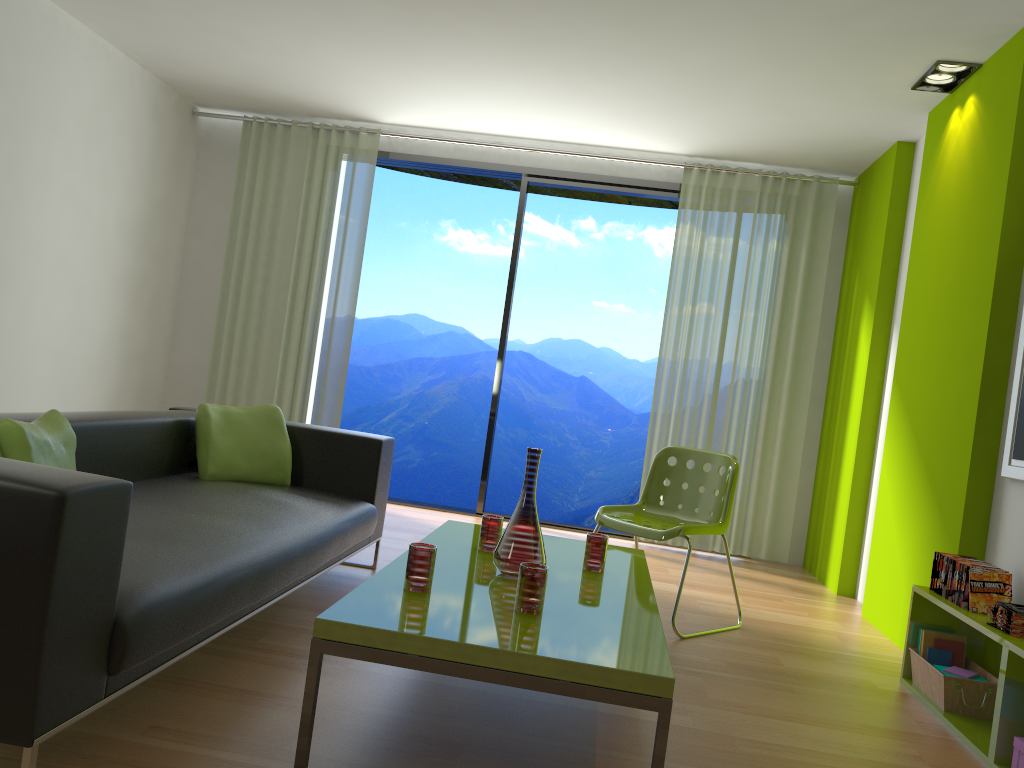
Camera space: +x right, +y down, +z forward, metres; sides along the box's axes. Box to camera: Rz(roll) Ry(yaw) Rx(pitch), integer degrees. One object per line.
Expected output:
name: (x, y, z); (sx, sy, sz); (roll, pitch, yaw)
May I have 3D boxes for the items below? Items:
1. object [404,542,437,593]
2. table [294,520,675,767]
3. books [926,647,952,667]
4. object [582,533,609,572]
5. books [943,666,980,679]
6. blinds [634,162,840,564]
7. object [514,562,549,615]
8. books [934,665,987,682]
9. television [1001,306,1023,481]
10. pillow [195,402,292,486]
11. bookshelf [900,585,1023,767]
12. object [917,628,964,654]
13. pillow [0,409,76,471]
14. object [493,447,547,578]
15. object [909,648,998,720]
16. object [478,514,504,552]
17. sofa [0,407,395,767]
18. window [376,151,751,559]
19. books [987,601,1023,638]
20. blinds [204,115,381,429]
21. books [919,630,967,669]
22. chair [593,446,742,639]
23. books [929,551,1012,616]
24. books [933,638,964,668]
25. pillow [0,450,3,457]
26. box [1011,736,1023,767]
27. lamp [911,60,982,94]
object: (-0.248, 0.497, 2.399); (0.076, 0.122, 0.075); (7, 0, 41)
table: (0.021, 0.770, 2.787); (0.810, 0.349, 1.682); (8, 0, 6)
books: (1.581, 1.060, 3.292); (0.086, 0.148, 0.025); (8, 0, 6)
object: (0.284, 0.574, 3.016); (0.076, 0.122, 0.075); (7, 0, 41)
books: (1.593, 1.024, 3.147); (0.110, 0.008, 0.087); (8, -1, -44)
blinds: (1.491, -0.159, 5.927); (1.012, 2.568, 0.067); (8, 0, 6)
object: (0.051, 0.538, 2.328); (0.076, 0.122, 0.075); (8, 0, -28)
books: (1.591, 1.041, 3.128); (0.143, 0.025, 0.182); (8, 0, 6)
television: (1.855, -0.126, 2.617); (0.028, 0.941, 1.537); (8, 0, 6)
pillow: (-1.163, 0.259, 3.819); (0.399, 0.362, 0.269); (8, 0, -35)
bookshelf: (1.589, 0.967, 2.606); (0.306, 0.378, 1.630); (8, 0, 6)
object: (1.615, 1.038, 3.350); (0.158, 0.200, 0.040); (8, 0, 6)
pillow: (-1.371, 0.241, 2.566); (0.164, 0.317, 0.380); (8, 0, -10)
object: (0.044, 0.397, 2.748); (0.168, 0.400, 0.168); (8, 0, -8)
object: (1.590, 1.078, 3.194); (0.213, 0.129, 0.367); (8, 0, 6)
object: (-0.074, 0.526, 3.111); (0.076, 0.122, 0.075); (7, 0, 41)
sofa: (-1.193, 0.461, 2.942); (1.061, 0.639, 2.583); (8, 0, 6)
window: (0.153, -0.256, 6.299); (3.336, 2.498, 0.219); (8, 0, 6)
books: (1.598, 0.739, 2.768); (0.164, 0.078, 0.172); (8, 0, 5)
blinds: (-1.582, -0.578, 6.268); (1.012, 2.568, 0.067); (8, 0, 6)
books: (1.613, 1.037, 3.325); (0.158, 0.202, 0.051); (8, 0, 6)
chair: (0.682, 0.662, 4.009); (0.640, 0.759, 0.546); (7, -1, 45)
books: (1.646, 0.715, 3.174); (0.147, 0.150, 0.370); (8, 0, 6)
books: (1.620, 1.048, 3.302); (0.105, 0.182, 0.031); (8, 0, 6)
pillow: (-1.399, 0.220, 2.174); (0.210, 0.403, 0.457); (8, 0, -8)
box: (1.507, 1.072, 2.457); (0.202, 0.116, 0.135); (8, 0, 1)
lamp: (2.026, -1.488, 4.134); (0.192, 0.131, 0.352); (8, 0, 6)
